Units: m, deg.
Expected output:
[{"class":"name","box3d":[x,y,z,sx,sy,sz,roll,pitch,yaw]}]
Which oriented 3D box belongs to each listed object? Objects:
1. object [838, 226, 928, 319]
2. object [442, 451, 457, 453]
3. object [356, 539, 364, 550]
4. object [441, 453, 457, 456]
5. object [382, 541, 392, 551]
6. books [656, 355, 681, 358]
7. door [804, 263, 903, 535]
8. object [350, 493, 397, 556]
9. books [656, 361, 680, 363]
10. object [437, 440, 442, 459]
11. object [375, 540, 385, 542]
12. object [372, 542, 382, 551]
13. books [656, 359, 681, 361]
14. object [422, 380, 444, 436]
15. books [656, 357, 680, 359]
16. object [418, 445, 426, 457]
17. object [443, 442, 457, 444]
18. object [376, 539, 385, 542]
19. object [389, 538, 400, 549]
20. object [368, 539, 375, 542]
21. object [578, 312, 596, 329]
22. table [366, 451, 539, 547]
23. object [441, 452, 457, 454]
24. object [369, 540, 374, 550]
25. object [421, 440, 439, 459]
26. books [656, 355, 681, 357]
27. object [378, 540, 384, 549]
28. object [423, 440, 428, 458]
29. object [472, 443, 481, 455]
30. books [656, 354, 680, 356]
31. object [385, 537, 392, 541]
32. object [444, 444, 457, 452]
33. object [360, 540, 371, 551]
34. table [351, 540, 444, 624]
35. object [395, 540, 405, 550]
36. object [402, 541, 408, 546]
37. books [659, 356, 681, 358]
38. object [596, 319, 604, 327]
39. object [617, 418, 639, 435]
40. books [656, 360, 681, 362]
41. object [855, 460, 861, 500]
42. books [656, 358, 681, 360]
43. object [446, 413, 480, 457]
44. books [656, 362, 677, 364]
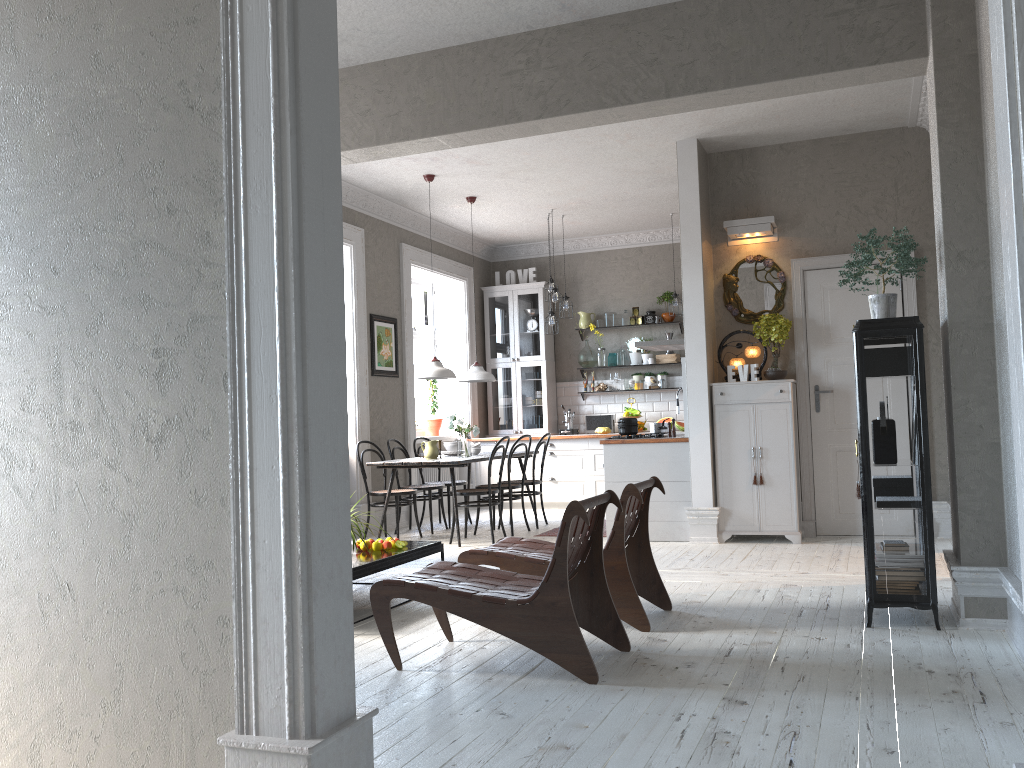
[{"class":"object","box3d":[1.879,-0.560,4.494,0.406,0.506,0.406,-4,-3,37]},{"class":"object","box3d":[-0.579,0.673,8.706,0.232,0.027,0.242,-4,-3,44]},{"class":"object","box3d":[-0.923,0.977,5.403,0.066,0.066,0.071,-3,-3,26]},{"class":"object","box3d":[-0.579,0.691,8.706,0.232,0.027,0.242,-4,-3,39]},{"class":"object","box3d":[-0.749,0.972,5.323,0.057,0.058,0.056,0,-3,-44]},{"class":"books","box3d":[1.885,-0.328,10.691,0.256,0.016,0.161,-4,-3,33]},{"class":"door","box3d":[2.811,0.132,7.192,0.741,2.183,0.081,-3,-3,20]},{"class":"object","box3d":[-0.996,0.799,5.138,0.716,0.420,0.677,-4,-3,39]},{"class":"books","box3d":[1.887,-0.263,10.689,0.256,0.011,0.160,-3,-3,27]},{"class":"object","box3d":[-0.659,0.598,8.116,0.058,0.167,0.060,-4,-3,35]},{"class":"object","box3d":[-0.818,0.992,5.509,0.063,0.039,0.067,-3,-3,27]},{"class":"object","box3d":[-0.811,0.971,5.321,0.063,0.063,0.060,0,-3,-37]},{"class":"books","box3d":[1.887,-0.284,10.690,0.256,0.016,0.160,-4,-3,30]},{"class":"object","box3d":[-0.943,0.210,10.479,0.265,0.813,0.254,0,-3,-41]},{"class":"books","box3d":[1.886,-0.306,10.691,0.257,0.011,0.160,-3,-3,24]},{"class":"object","box3d":[-0.830,0.651,8.554,0.139,0.112,0.140,-2,-2,4]},{"class":"object","box3d":[-0.582,0.617,8.709,0.178,0.094,0.181,-3,-3,12]},{"class":"object","box3d":[-0.810,0.979,5.440,0.062,0.058,0.060,-1,-3,-24]},{"class":"object","box3d":[-0.716,0.971,5.402,0.077,0.064,0.073,0,-3,-38]},{"class":"object","box3d":[-0.871,0.982,5.454,0.057,0.058,0.058,-2,-2,4]},{"class":"object","box3d":[0.921,-0.789,10.998,0.187,0.216,0.176,-4,-3,35]},{"class":"table","box3d":[-0.483,1.056,8.469,0.892,0.735,1.947,-3,-3,22]},{"class":"object","box3d":[-0.579,0.681,8.706,0.239,0.027,0.235,-2,-3,-11]},{"class":"object","box3d":[-0.859,0.979,5.389,0.057,0.056,0.060,-2,-2,8]},{"class":"object","box3d":[-0.741,0.597,8.057,0.151,0.170,0.134,-1,-3,-18]},{"class":"books","box3d":[1.885,-0.338,10.692,0.256,0.016,0.160,-4,-3,30]},{"class":"object","box3d":[-0.792,0.975,5.382,0.056,0.058,0.059,-3,-2,12]},{"class":"object","box3d":[-0.787,0.607,8.280,0.096,0.172,0.096,-2,-2,2]},{"class":"object","box3d":[-0.364,0.635,8.673,0.122,0.119,0.130,-4,-3,37]},{"class":"books","box3d":[1.884,-0.349,10.692,0.256,0.011,0.160,-3,-3,27]},{"class":"object","box3d":[-0.753,0.976,5.468,0.059,0.062,0.064,-2,-2,3]},{"class":"object","box3d":[-0.581,0.637,8.708,0.178,0.094,0.181,-3,-3,12]},{"class":"object","box3d":[-0.882,0.972,5.322,0.069,0.066,0.071,-4,-3,36]},{"class":"table","box3d":[-1.076,1.157,5.190,0.837,0.303,1.329,-3,-3,22]},{"class":"object","box3d":[-0.681,0.972,5.347,0.057,0.053,0.061,-3,-3,28]},{"class":"object","box3d":[-0.679,0.986,5.471,0.068,0.037,0.046,0,-3,-42]},{"class":"books","box3d":[1.885,-0.317,10.691,0.256,0.011,0.160,-3,-3,27]},{"class":"object","box3d":[1.093,-0.742,10.995,0.102,0.111,0.105,-3,-3,21]},{"class":"object","box3d":[1.009,0.369,7.705,0.190,0.147,0.193,-2,-2,1]},{"class":"books","box3d":[1.887,-0.274,10.689,0.256,0.016,0.161,-4,-3,33]},{"class":"object","box3d":[1.858,0.503,4.755,0.041,0.234,0.044,-1,-3,-22]},{"class":"books","box3d":[1.886,-0.295,10.690,0.256,0.011,0.160,-3,-3,27]},{"class":"object","box3d":[-0.446,0.468,8.171,0.307,0.414,0.255,-3,-3,19]},{"class":"books","box3d":[1.888,-0.251,10.688,0.257,0.011,0.160,-3,-3,24]}]
